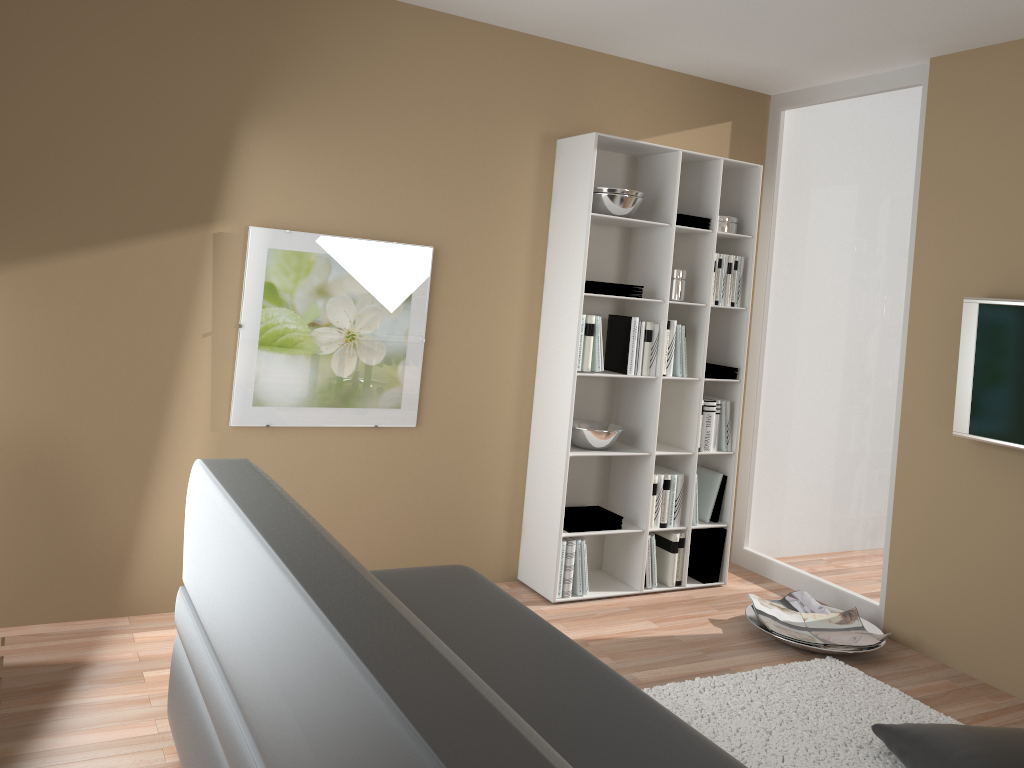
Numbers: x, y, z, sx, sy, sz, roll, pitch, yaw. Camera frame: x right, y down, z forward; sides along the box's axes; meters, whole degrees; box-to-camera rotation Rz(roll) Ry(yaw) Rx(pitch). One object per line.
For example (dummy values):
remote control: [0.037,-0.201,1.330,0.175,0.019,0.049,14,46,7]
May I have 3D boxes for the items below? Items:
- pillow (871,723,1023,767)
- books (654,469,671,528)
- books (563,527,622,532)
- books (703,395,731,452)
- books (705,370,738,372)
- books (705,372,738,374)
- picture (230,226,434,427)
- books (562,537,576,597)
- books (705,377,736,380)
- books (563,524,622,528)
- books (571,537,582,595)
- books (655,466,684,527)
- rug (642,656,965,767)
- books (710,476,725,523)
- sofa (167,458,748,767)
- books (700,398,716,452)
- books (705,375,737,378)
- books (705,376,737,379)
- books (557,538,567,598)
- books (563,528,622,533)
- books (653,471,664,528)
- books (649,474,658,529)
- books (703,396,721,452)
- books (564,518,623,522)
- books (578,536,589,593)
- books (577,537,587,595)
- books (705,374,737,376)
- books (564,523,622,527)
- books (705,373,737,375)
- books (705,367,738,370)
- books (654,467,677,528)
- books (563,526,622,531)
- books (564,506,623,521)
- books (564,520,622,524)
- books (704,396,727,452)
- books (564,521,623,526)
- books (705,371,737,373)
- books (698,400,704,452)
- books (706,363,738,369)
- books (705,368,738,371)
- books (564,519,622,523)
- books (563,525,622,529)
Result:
pillow: [1.480,1.148,2.577,0.608,0.209,0.585,5,5,-4]
books: [0.703,0.558,4.375,0.040,0.259,0.209,6,1,-29]
books: [0.342,0.666,4.203,0.296,0.006,0.212,2,7,-29]
books: [1.057,0.201,4.565,0.060,0.260,0.209,6,1,-29]
books: [0.988,-0.086,4.560,0.209,0.008,0.300,2,7,-29]
books: [0.984,-0.074,4.558,0.209,0.006,0.300,2,7,-29]
picture: [-0.748,-0.223,3.765,0.812,0.817,0.019,4,0,-29]
books: [0.221,0.832,4.113,0.040,0.259,0.209,6,1,-29]
books: [0.980,-0.047,4.559,0.209,0.007,0.300,2,7,-29]
books: [0.345,0.649,4.204,0.296,0.006,0.212,2,7,-29]
books: [0.264,0.831,4.139,0.060,0.260,0.209,6,1,-29]
books: [0.776,0.561,4.416,0.040,0.259,0.209,6,1,-29]
rug: [1.164,1.242,2.363,1.444,0.045,2.042,2,7,-29]
books: [1.011,0.574,4.575,0.043,0.238,0.212,6,2,-29]
sofa: [-0.052,0.775,1.850,0.947,0.833,2.277,4,5,-29]
books: [0.940,0.199,4.491,0.076,0.259,0.209,5,1,-29]
books: [0.982,-0.058,4.559,0.209,0.006,0.300,2,7,-29]
books: [0.982,-0.052,4.559,0.209,0.006,0.300,2,7,-29]
books: [0.177,0.830,4.096,0.040,0.259,0.209,6,1,-29]
books: [0.341,0.671,4.202,0.296,0.007,0.212,2,7,-29]
books: [0.666,0.557,4.357,0.040,0.259,0.209,6,1,-29]
books: [0.633,0.557,4.331,0.040,0.259,0.209,6,1,-29]
books: [0.987,0.199,4.532,0.040,0.259,0.209,6,1,-29]
books: [0.350,0.622,4.204,0.296,0.007,0.212,2,7,-29]
books: [0.296,0.831,4.170,0.058,0.258,0.209,6,1,-29]
books: [0.288,0.834,4.148,0.058,0.258,0.209,6,1,-29]
books: [0.982,-0.064,4.561,0.209,0.007,0.300,2,7,-31]
books: [0.345,0.643,4.204,0.296,0.006,0.212,2,7,-29]
books: [0.984,-0.069,4.558,0.209,0.006,0.300,2,7,-29]
books: [0.986,-0.096,4.556,0.209,0.007,0.300,2,7,-29]
books: [0.739,0.559,4.396,0.040,0.259,0.209,6,1,-29]
books: [0.343,0.660,4.203,0.296,0.006,0.212,2,7,-29]
books: [0.350,0.616,4.206,0.296,0.006,0.212,2,7,-29]
books: [0.344,0.632,4.207,0.296,0.008,0.212,2,7,-29]
books: [1.035,0.201,4.553,0.060,0.260,0.209,6,1,-29]
books: [0.345,0.638,4.202,0.296,0.006,0.212,2,7,-28]
books: [0.983,-0.081,4.558,0.209,0.006,0.300,2,7,-28]
books: [0.884,0.196,4.464,0.040,0.259,0.209,6,1,-29]
books: [0.988,-0.101,4.556,0.209,0.006,0.300,2,7,-29]
books: [0.988,-0.091,4.560,0.209,0.008,0.300,2,7,-29]
books: [0.344,0.626,4.207,0.296,0.008,0.212,2,7,-29]
books: [0.341,0.654,4.202,0.296,0.007,0.212,2,7,-31]
